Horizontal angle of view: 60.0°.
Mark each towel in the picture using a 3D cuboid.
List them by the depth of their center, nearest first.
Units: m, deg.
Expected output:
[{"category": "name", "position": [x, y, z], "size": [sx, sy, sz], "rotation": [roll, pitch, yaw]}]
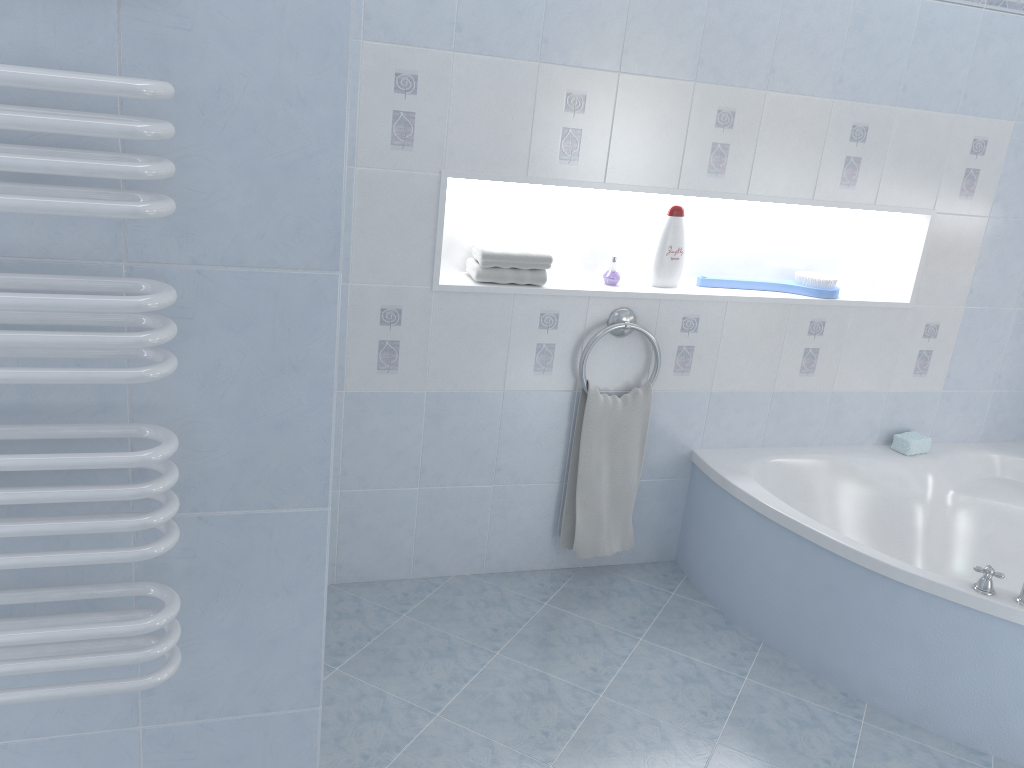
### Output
[{"category": "towel", "position": [-0.003, -0.408, 2.805], "size": [0.232, 0.062, 0.163], "rotation": [1, 19, -16]}, {"category": "towel", "position": [-0.018, -0.359, 2.817], "size": [0.232, 0.060, 0.162], "rotation": [1, 19, -16]}, {"category": "towel", "position": [0.331, 0.292, 3.001], "size": [0.280, 0.634, 0.101], "rotation": [-1, 19, -21]}]

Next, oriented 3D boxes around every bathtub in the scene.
[{"category": "bathtub", "position": [1.593, 0.608, 2.752], "size": [1.578, 0.670, 1.596], "rotation": [0, 19, -18]}]

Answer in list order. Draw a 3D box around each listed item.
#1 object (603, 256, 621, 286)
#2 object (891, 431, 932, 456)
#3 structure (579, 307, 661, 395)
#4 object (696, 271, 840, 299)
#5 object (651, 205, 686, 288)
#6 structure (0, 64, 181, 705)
[{"category": "object", "position": [0.333, -0.375, 2.932], "size": [0.059, 0.094, 0.059], "rotation": [-2, 20, -24]}, {"category": "object", "position": [1.515, 0.226, 3.364], "size": [0.128, 0.059, 0.081], "rotation": [-5, 21, -31]}, {"category": "structure", "position": [0.354, -0.085, 2.909], "size": [0.291, 0.332, 0.051], "rotation": [0, 19, -18]}, {"category": "object", "position": [0.909, -0.374, 3.170], "size": [0.534, 0.065, 0.172], "rotation": [5, 18, -5]}, {"category": "object", "position": [0.534, -0.462, 2.981], "size": [0.134, 0.276, 0.063], "rotation": [-4, 21, -30]}, {"category": "structure", "position": [-0.634, -0.071, 0.941], "size": [0.524, 0.950, 0.138], "rotation": [0, 19, -18]}]
